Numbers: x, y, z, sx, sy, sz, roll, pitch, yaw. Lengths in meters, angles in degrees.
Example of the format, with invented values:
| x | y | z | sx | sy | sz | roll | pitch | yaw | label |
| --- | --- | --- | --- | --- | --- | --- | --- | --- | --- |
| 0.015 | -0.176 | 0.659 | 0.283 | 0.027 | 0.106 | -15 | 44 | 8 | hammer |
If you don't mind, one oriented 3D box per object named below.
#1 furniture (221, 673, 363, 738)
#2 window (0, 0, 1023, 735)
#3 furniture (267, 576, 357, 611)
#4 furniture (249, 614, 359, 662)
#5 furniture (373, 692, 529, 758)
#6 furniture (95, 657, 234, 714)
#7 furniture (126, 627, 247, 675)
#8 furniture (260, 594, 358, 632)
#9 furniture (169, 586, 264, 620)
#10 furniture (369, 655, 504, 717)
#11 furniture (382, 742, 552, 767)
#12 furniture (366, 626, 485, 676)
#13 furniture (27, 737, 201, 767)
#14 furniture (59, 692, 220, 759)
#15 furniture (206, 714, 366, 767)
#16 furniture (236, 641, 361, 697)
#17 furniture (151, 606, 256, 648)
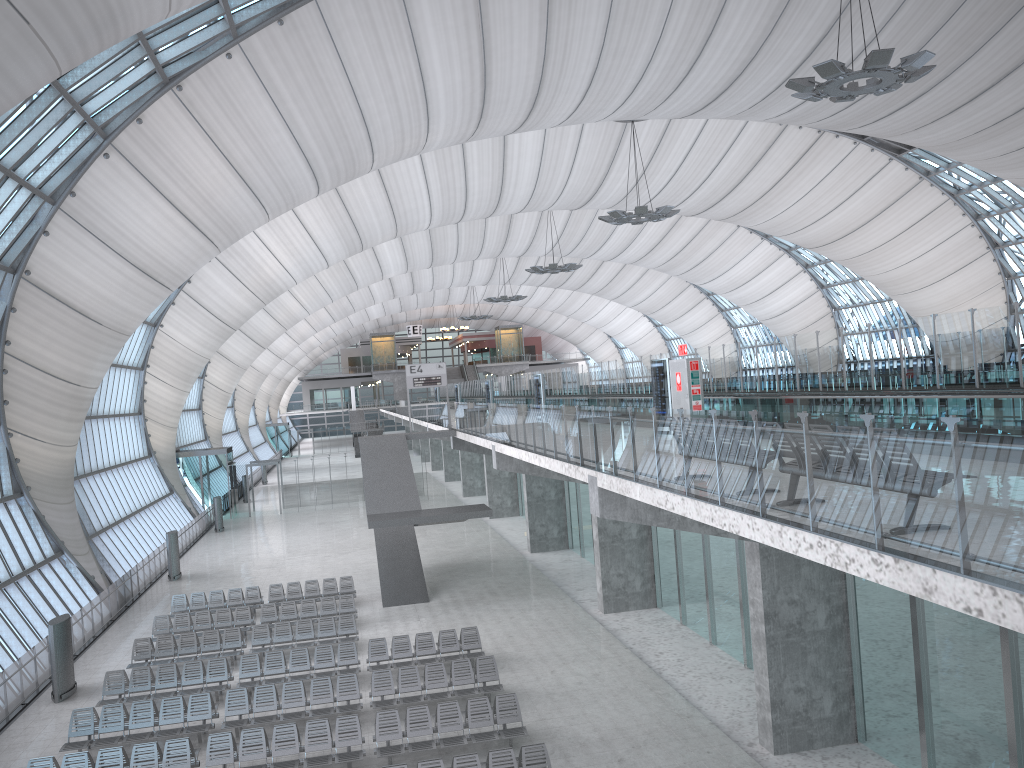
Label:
| x | y | z | sx | sy | sz | roll | pitch | yaw | label |
| --- | --- | --- | --- | --- | --- | --- | --- | --- | --- |
| -4.370 | 6.418 | 17.774 | 2.705 | 0.913 | 1.572 | -4 | 0 | -11 | furniture |
| -0.250 | -3.140 | 79.948 | 50.537 | 20.004 | 167.818 | -4 | 0 | -11 | window |
| -6.236 | 6.581 | 27.660 | 2.705 | 0.913 | 1.572 | -4 | 0 | -11 | furniture |
| -5.311 | 6.500 | 22.757 | 2.705 | 0.913 | 1.572 | -4 | 0 | -11 | furniture |
| -1.136 | 6.179 | 15.944 | 2.705 | 0.913 | 1.572 | -4 | 0 | -11 | furniture |
| -7.604 | 6.657 | 19.603 | 2.705 | 0.913 | 1.572 | -4 | 0 | -11 | furniture |
| -8.099 | 6.700 | 22.228 | 2.705 | 0.913 | 1.572 | -4 | 0 | -11 | furniture |
| -5.746 | 6.538 | 25.065 | 2.705 | 0.913 | 1.572 | -4 | 0 | -11 | furniture |
| -9.024 | 6.781 | 27.131 | 2.705 | 0.913 | 1.572 | -4 | 0 | -11 | furniture |
| -1.582 | 6.218 | 18.303 | 2.705 | 0.913 | 1.572 | -4 | 0 | -11 | furniture |
| -0.691 | 6.140 | 13.585 | 2.705 | 0.913 | 1.572 | -4 | 0 | -11 | furniture |
| -2.027 | 6.257 | 20.662 | 2.705 | 0.913 | 1.572 | -4 | 0 | -11 | furniture |
| -6.714 | 6.579 | 14.885 | 2.705 | 0.913 | 1.572 | -4 | 0 | -11 | furniture |
| -7.159 | 6.618 | 17.244 | 2.705 | 0.913 | 1.572 | -4 | 0 | -11 | furniture |
| -3.925 | 6.379 | 15.414 | 2.705 | 0.913 | 1.572 | -4 | 0 | -11 | furniture |
| -4.815 | 6.457 | 20.133 | 2.705 | 0.913 | 1.572 | -4 | 0 | -11 | furniture |
| -8.535 | 6.738 | 24.536 | 2.705 | 0.913 | 1.572 | -4 | 0 | -11 | furniture |
